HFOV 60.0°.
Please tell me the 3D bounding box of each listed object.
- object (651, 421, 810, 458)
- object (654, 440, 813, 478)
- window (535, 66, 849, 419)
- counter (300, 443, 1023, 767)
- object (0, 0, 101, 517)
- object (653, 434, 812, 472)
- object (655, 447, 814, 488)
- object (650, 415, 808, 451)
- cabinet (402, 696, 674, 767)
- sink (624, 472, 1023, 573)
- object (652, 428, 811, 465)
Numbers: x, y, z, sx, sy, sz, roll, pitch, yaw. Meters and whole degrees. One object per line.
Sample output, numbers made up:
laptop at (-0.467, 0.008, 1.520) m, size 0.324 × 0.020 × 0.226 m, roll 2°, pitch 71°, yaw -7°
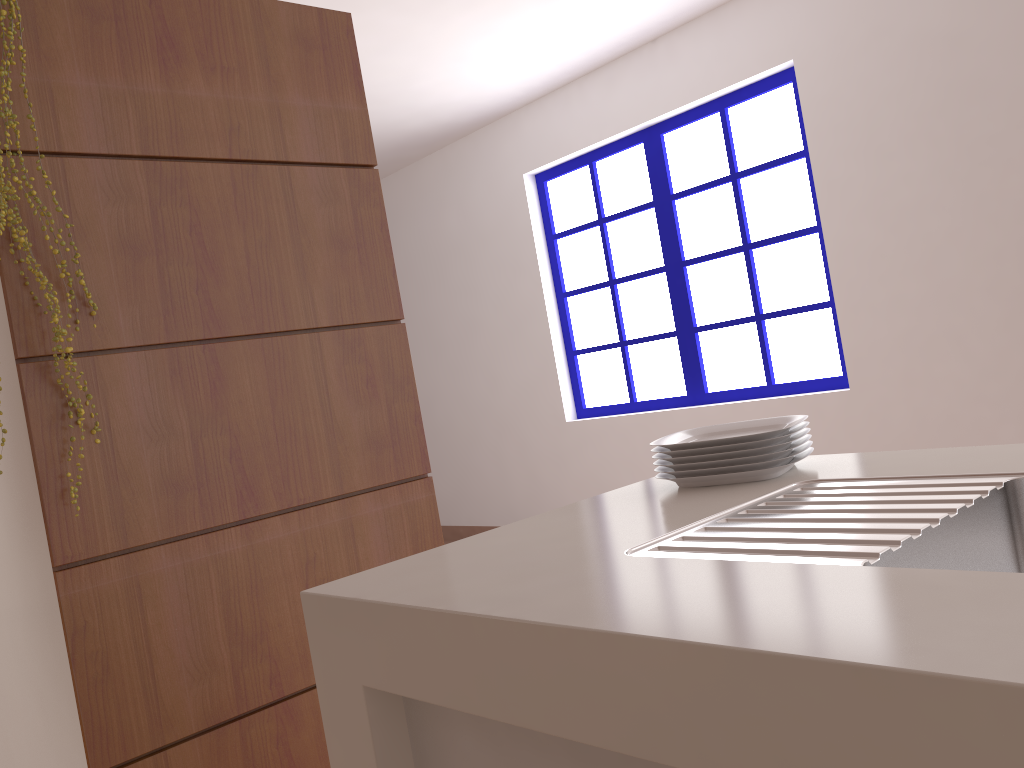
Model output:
object at (0.340, 0.091, 1.374) m, size 0.228 × 0.020 × 0.228 m, roll -10°, pitch 0°, yaw 30°
object at (0.345, 0.121, 1.374) m, size 0.228 × 0.020 × 0.228 m, roll -10°, pitch 0°, yaw 30°
window at (0.829, -0.597, 4.499) m, size 0.035 × 1.430 × 1.699 m, roll -10°, pitch 0°, yaw -42°
counter at (0.826, 0.469, 0.542) m, size 0.821 × 0.800 × 2.156 m, roll -10°, pitch 0°, yaw -42°
object at (-0.999, -0.400, 1.707) m, size 0.279 × 1.344 × 0.297 m, roll -10°, pitch 0°, yaw 7°
object at (0.343, 0.111, 1.374) m, size 0.228 × 0.020 × 0.228 m, roll -10°, pitch 0°, yaw 30°
object at (0.347, 0.131, 1.374) m, size 0.228 × 0.020 × 0.228 m, roll -10°, pitch 0°, yaw 30°
object at (0.338, 0.081, 1.374) m, size 0.228 × 0.020 × 0.228 m, roll -10°, pitch 0°, yaw 30°
cabinet at (0.875, 0.512, 0.504) m, size 0.737 × 0.700 × 2.048 m, roll -10°, pitch 0°, yaw -42°
sink at (0.476, 0.117, 0.850) m, size 0.404 × 0.368 × 0.668 m, roll -10°, pitch 0°, yaw -42°
object at (0.342, 0.101, 1.374) m, size 0.228 × 0.020 × 0.228 m, roll -10°, pitch 0°, yaw 30°
